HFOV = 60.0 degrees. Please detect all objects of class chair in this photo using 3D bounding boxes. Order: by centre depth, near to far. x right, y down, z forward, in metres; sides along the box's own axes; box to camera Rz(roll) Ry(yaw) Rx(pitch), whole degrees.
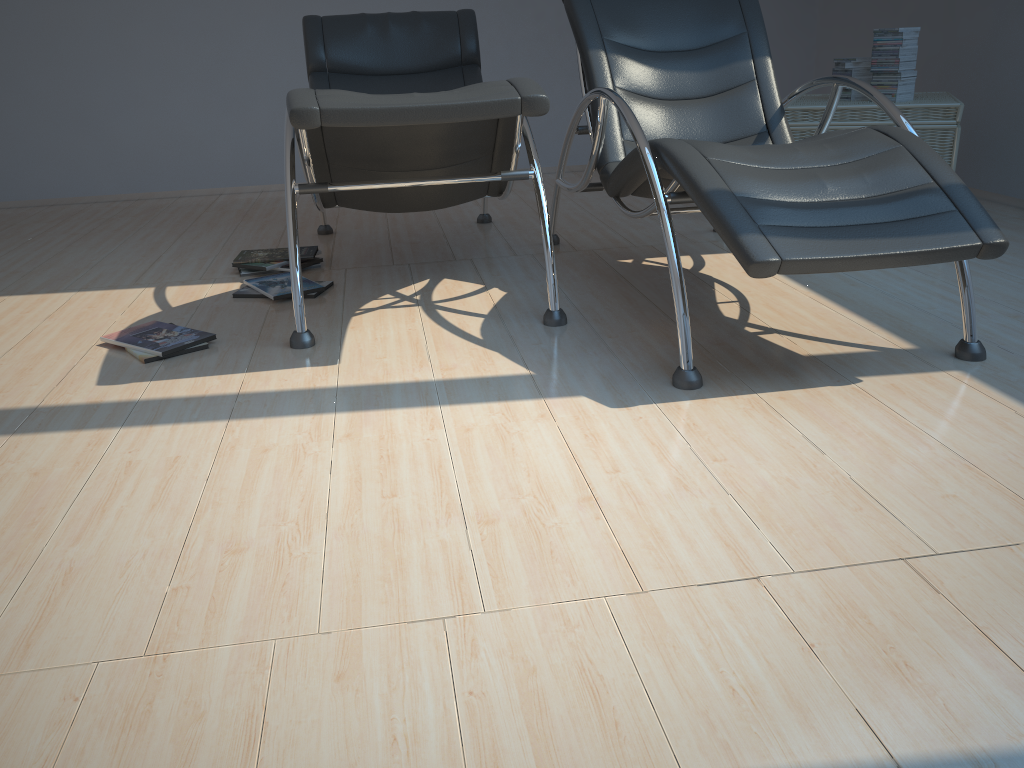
[{"bbox_3d":[0.662,-0.894,2.756,0.836,1.251,1.938,-5,21,-7],"label":"chair"},{"bbox_3d":[-0.372,-0.842,3.154,0.836,0.953,2.114,-5,21,-7],"label":"chair"}]

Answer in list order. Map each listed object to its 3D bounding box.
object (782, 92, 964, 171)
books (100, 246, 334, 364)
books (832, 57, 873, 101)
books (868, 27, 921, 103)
[{"bbox_3d":[1.587,-1.035,4.048,0.745,0.518,0.744,6,23,20],"label":"object"},{"bbox_3d":[0.270,0.054,1.773,1.045,0.222,4.790,-20,27,-38],"label":"books"},{"bbox_3d":[1.527,-1.360,3.965,0.162,0.184,0.165,-6,21,-9],"label":"books"},{"bbox_3d":[1.617,-1.350,3.764,0.149,0.300,0.149,-18,26,-34],"label":"books"}]
